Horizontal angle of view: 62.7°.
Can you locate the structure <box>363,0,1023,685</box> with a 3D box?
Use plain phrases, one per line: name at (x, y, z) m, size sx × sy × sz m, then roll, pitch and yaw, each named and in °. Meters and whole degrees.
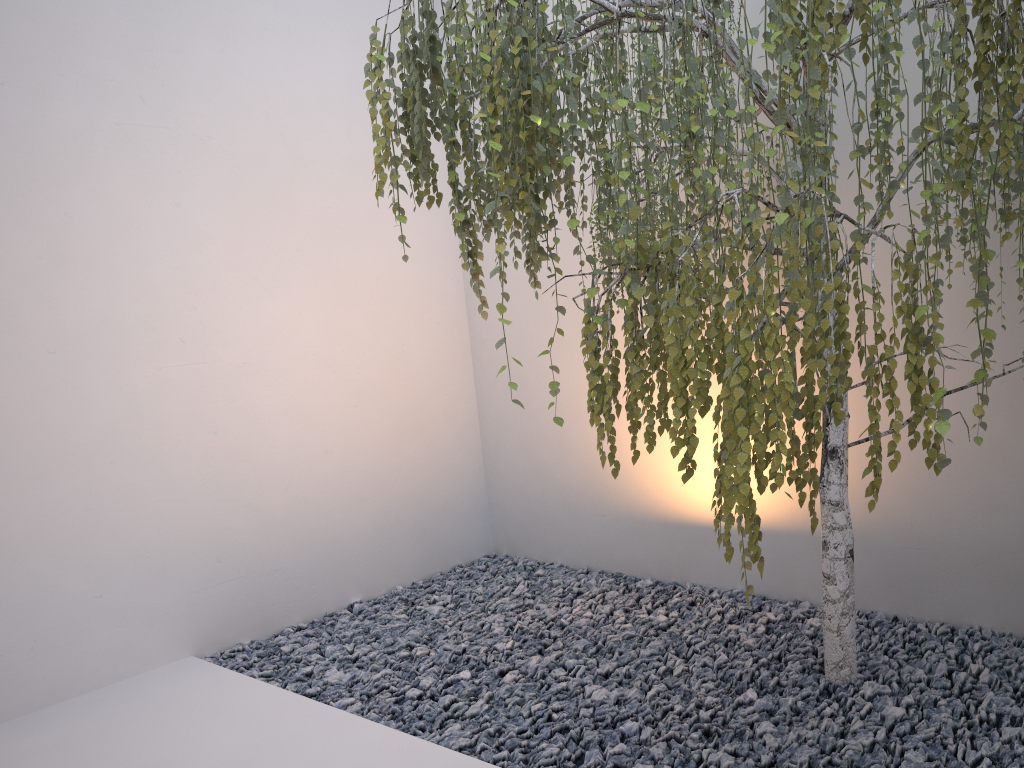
structure at (0.671, -0.964, 2.185) m, size 2.107 × 4.052 × 1.985 m, roll 0°, pitch 11°, yaw 37°
